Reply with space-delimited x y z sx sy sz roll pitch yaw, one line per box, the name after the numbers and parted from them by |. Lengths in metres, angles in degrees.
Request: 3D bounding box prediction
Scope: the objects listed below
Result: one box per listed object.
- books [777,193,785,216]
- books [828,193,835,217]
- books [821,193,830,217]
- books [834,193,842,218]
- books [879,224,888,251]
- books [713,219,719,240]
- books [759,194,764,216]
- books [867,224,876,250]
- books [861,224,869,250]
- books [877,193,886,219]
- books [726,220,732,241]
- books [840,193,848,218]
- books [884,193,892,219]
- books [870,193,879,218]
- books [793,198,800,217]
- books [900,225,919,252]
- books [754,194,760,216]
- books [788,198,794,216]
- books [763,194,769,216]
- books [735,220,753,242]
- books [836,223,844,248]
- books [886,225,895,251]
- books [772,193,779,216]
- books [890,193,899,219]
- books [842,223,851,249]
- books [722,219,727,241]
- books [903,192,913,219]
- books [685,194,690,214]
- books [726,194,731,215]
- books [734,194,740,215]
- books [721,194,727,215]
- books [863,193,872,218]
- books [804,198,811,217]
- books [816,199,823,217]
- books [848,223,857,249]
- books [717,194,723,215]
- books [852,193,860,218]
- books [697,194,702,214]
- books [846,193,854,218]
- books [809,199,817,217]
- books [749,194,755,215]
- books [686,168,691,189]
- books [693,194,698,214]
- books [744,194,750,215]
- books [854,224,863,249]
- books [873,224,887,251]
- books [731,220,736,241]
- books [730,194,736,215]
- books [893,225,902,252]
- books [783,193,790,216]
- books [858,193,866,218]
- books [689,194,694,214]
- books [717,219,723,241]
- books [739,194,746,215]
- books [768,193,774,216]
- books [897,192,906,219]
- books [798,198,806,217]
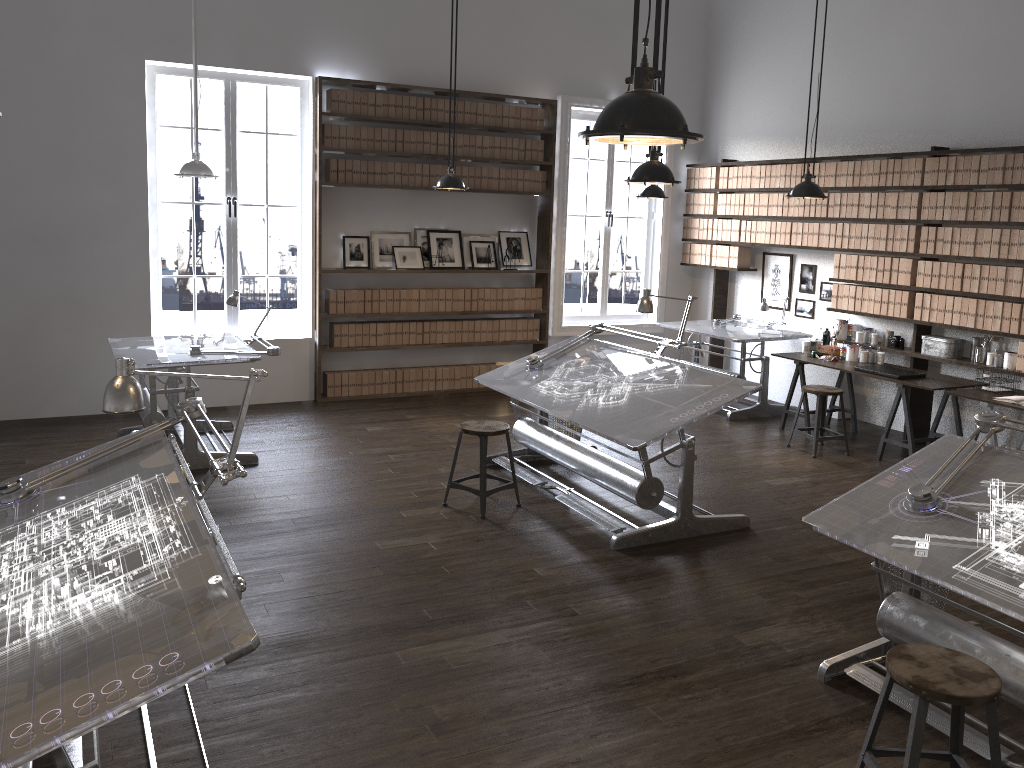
2.694 -1.750 8.675 0.175 0.224 0.067 -3 9 -27 | books
2.989 -1.631 8.111 0.175 0.224 0.067 -3 9 -27 | books
2.950 -1.645 8.174 0.175 0.224 0.067 -3 9 -27 | books
3.016 -1.618 8.046 0.174 0.224 0.067 -3 9 -27 | books
3.249 -1.255 7.606 0.175 0.224 0.067 -3 9 -27 | books
2.258 -1.660 9.545 0.175 0.224 0.067 -3 9 -27 | books
2.577 -1.800 8.915 0.175 0.224 0.067 -3 9 -27 | books
3.194 -1.279 7.722 0.175 0.224 0.067 -3 9 -27 | books
3.159 -1.293 7.785 0.175 0.224 0.067 -3 9 -27 | books
3.236 -1.529 7.623 0.175 0.224 0.067 -3 9 -27 | books
2.359 -1.622 9.361 0.175 0.224 0.067 -3 9 -27 | books
3.052 -1.605 7.985 0.174 0.224 0.067 -3 9 -27 | books
3.270 -1.517 7.562 0.174 0.224 0.067 -3 9 -27 | books
3.201 -1.542 7.683 0.175 0.224 0.067 -3 9 -27 | books
2.791 -1.711 8.491 0.174 0.224 0.067 -3 9 -27 | books
3.345 -1.217 7.422 0.174 0.224 0.067 -3 9 -27 | books
2.545 -1.813 8.978 0.174 0.224 0.067 -3 9 -27 | books
2.763 -1.724 8.554 0.174 0.224 0.067 -3 9 -27 | books
2.602 -1.787 8.853 0.175 0.224 0.067 -3 9 -27 | books
2.416 -1.596 9.237 0.175 0.224 0.067 -3 9 -27 | books
3.031 -1.344 8.033 0.175 0.224 0.067 -3 9 -27 | books
3.285 -1.243 7.549 0.175 0.224 0.067 -3 9 -27 | books
2.663 -1.763 8.740 0.175 0.224 0.067 -3 9 -27 | books
3.295 -1.503 7.497 0.175 0.224 0.067 -3 9 -27 | books
3.066 -1.331 7.971 0.174 0.224 0.067 -3 9 -27 | books
2.329 -1.635 9.423 0.174 0.224 0.067 -3 9 -27 | books
3.356 -1.480 7.384 0.175 0.224 0.067 -3 9 -27 | books
2.044 -2.023 9.956 0.175 0.224 0.067 -3 9 -27 | books
2.350 -1.890 9.345 0.175 0.224 0.067 -3 9 -27 | books
2.415 -1.866 9.235 0.175 0.224 0.067 -3 9 -27 | books
2.318 -1.903 9.409 0.175 0.224 0.067 -3 9 -27 | books
3.170 -1.556 7.748 0.175 0.224 0.067 -3 9 -27 | books
2.853 -1.684 8.362 0.175 0.224 0.067 -3 9 -27 | books
2.921 -1.659 8.242 0.175 0.224 0.067 -3 9 -27 | books
3.101 -1.319 7.911 0.174 0.224 0.067 -3 9 -27 | books
2.288 -1.917 9.474 0.174 0.224 0.067 -3 9 -27 | books
3.109 -1.579 7.861 0.175 0.224 0.067 -3 9 -27 | books
2.137 -1.985 9.774 0.175 0.224 0.067 -3 9 -27 | books
3.084 -1.592 7.923 0.175 0.224 0.067 -3 9 -27 | books
2.885 -1.673 8.308 0.175 0.224 0.067 -3 9 -27 | books
2.510 -1.825 9.038 0.174 0.224 0.067 -3 9 -27 | books
2.044 -2.297 9.923 0.175 0.224 0.067 -3 9 -27 | books
2.107 -1.996 9.829 0.175 0.224 0.067 -3 9 -27 | books
2.482 -1.839 9.103 0.175 0.224 0.067 -3 9 -27 | books
3.131 -1.306 7.849 0.175 0.224 0.067 -3 9 -27 | books
3.223 -1.268 7.667 0.175 0.224 0.067 -3 9 -27 | books
2.391 -1.608 9.294 0.175 0.224 0.067 -3 9 -27 | books
2.383 -1.878 9.291 0.175 0.224 0.067 -3 9 -27 | books
3.317 -1.230 7.487 0.174 0.224 0.067 -3 9 -27 | books
2.729 -1.737 8.615 0.175 0.224 0.067 -3 9 -27 | books
3.143 -1.567 7.804 0.175 0.224 0.067 -3 9 -27 | books
2.073 -2.010 9.892 0.175 0.224 0.067 -3 9 -27 | books
2.294 -1.647 9.483 0.174 0.224 0.067 -3 9 -27 | books
2.443 -1.852 9.167 0.175 0.224 0.067 -3 9 -27 | books
2.636 -1.775 8.796 0.175 0.224 0.067 -3 9 -27 | books
3.329 -1.491 7.441 0.175 0.224 0.067 -3 9 -27 | books
2.820 -1.697 8.426 0.175 0.224 0.067 -3 9 -27 | books
